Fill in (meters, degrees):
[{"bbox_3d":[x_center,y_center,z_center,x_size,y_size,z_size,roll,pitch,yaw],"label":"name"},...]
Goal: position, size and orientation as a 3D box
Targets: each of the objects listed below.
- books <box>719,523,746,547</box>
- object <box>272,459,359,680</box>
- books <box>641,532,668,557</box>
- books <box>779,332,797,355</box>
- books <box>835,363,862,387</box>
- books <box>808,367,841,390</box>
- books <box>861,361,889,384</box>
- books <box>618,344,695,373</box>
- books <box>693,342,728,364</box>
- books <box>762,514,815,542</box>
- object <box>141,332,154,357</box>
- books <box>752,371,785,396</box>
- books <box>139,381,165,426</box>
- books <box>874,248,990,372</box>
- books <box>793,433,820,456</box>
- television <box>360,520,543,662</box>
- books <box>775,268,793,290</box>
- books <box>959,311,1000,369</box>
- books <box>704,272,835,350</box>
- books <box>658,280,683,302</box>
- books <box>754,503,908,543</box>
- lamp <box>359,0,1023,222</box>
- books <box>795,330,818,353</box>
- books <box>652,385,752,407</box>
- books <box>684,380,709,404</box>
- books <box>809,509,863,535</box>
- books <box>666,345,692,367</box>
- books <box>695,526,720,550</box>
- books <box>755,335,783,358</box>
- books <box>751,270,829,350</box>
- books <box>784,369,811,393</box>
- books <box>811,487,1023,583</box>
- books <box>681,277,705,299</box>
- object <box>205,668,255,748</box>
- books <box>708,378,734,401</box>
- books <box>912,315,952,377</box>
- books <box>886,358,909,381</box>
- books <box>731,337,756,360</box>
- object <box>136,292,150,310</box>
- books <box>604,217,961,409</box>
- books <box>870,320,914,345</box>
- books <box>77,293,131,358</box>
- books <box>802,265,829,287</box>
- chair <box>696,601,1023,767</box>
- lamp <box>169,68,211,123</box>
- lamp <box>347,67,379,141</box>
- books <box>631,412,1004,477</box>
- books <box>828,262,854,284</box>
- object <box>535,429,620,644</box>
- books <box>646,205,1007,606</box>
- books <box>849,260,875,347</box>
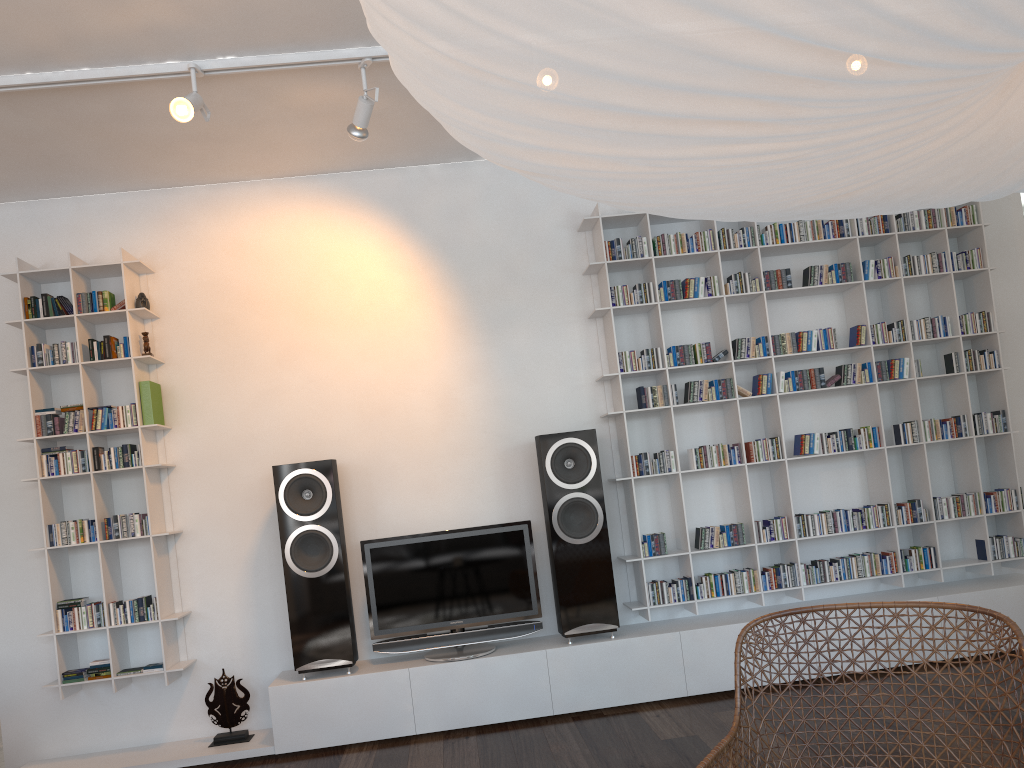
[{"bbox_3d":[1.087,0.753,4.412,0.132,0.104,0.100,-6,-4,-6],"label":"books"},{"bbox_3d":[-0.928,0.877,4.228,0.295,0.999,0.281,-7,-2,-5],"label":"object"},{"bbox_3d":[0.694,0.797,4.380,0.132,0.104,0.100,-6,-4,-6],"label":"books"},{"bbox_3d":[1.388,-0.197,4.474,0.074,0.108,0.090,-7,-4,-5],"label":"books"},{"bbox_3d":[1.709,-0.044,4.492,0.118,0.108,0.090,-6,-4,-5],"label":"books"},{"bbox_3d":[1.578,-0.027,4.481,0.163,0.106,0.090,-6,-4,-5],"label":"books"},{"bbox_3d":[1.830,-0.056,4.503,0.144,0.104,0.099,-6,-4,-6],"label":"books"},{"bbox_3d":[0.712,-0.121,4.420,0.383,0.104,0.102,-6,-4,-5],"label":"books"},{"bbox_3d":[0.999,-0.153,4.442,0.163,0.106,0.090,-6,-4,-5],"label":"books"},{"bbox_3d":[1.373,0.719,4.437,0.268,0.112,0.100,-6,-4,-6],"label":"books"},{"bbox_3d":[-1.769,-0.186,4.285,0.045,0.139,0.065,-6,-3,-14],"label":"object"},{"bbox_3d":[1.294,0.002,4.458,0.157,0.110,0.090,-6,-4,-5],"label":"books"},{"bbox_3d":[-1.741,0.102,4.280,0.049,0.213,0.166,-7,-3,-5],"label":"books"},{"bbox_3d":[2.159,-0.354,4.542,0.568,0.624,0.115,-6,-2,-5],"label":"books"},{"bbox_3d":[1.488,0.305,4.460,0.118,0.108,0.090,-6,-4,-5],"label":"books"},{"bbox_3d":[-0.281,1.007,4.284,0.790,0.599,0.346,-8,-3,14],"label":"television"},{"bbox_3d":[1.368,-0.522,4.485,0.074,0.104,0.090,-7,-4,-5],"label":"books"},{"bbox_3d":[2.375,-0.214,4.553,0.183,0.299,0.115,-7,-2,-5],"label":"books"},{"bbox_3d":[1.296,-0.354,4.475,0.620,0.437,0.101,-6,-2,-5],"label":"books"},{"bbox_3d":[0.782,-0.458,4.439,0.132,0.104,0.100,-6,-4,-6],"label":"books"},{"bbox_3d":[1.595,0.695,4.456,0.764,0.112,0.115,-6,-4,-5],"label":"books"},{"bbox_3d":[0.588,-0.389,0.866,1.478,0.209,1.469,-10,-7,32],"label":"lamp"},{"bbox_3d":[1.484,-0.210,4.481,0.118,0.108,0.090,-6,-4,-5],"label":"books"},{"bbox_3d":[0.946,0.042,4.430,0.503,0.105,0.090,-6,-4,-5],"label":"books"},{"bbox_3d":[0.923,0.041,4.428,0.118,0.108,0.090,-6,-4,-5],"label":"books"},{"bbox_3d":[1.625,0.691,4.458,0.234,0.112,0.115,-6,-4,-5],"label":"books"},{"bbox_3d":[0.825,-0.134,4.429,0.132,0.104,0.100,-6,-4,-6],"label":"books"},{"bbox_3d":[0.973,0.765,4.402,0.118,0.108,0.090,-6,-4,-5],"label":"books"},{"bbox_3d":[1.283,-0.184,4.466,0.139,0.104,0.100,-6,-4,-6],"label":"books"},{"bbox_3d":[1.394,-0.360,4.483,0.350,0.430,0.101,-6,-2,-6],"label":"books"},{"bbox_3d":[1.429,-0.011,4.470,0.132,0.104,0.100,-6,-4,-6],"label":"books"},{"bbox_3d":[2.053,0.763,4.488,1.132,0.348,0.115,-6,-2,-5],"label":"books"},{"bbox_3d":[0.909,-0.473,4.448,0.118,0.108,0.090,-6,-4,-5],"label":"books"},{"bbox_3d":[-1.353,1.527,4.212,0.212,0.349,0.122,-7,-2,-4],"label":"object"},{"bbox_3d":[1.038,0.033,4.438,0.132,0.104,0.100,-6,-4,-6],"label":"books"},{"bbox_3d":[2.131,-0.187,4.533,0.230,0.299,0.115,-7,-2,-5],"label":"books"},{"bbox_3d":[1.959,-0.072,4.512,0.118,0.108,0.090,-6,-4,-5],"label":"books"},{"bbox_3d":[1.166,-0.174,4.455,0.118,0.108,0.090,-6,-4,-5],"label":"books"},{"bbox_3d":[-1.794,-0.394,4.295,0.064,0.100,0.060,-5,-3,-28],"label":"object"},{"bbox_3d":[1.366,-0.381,4.483,1.752,0.855,0.115,-6,-2,-5],"label":"books"},{"bbox_3d":[1.921,-0.258,4.518,0.232,0.112,0.102,-6,-4,-5],"label":"books"},{"bbox_3d":[-1.934,-0.271,4.233,0.228,0.332,0.108,-7,-2,-4],"label":"books"},{"bbox_3d":[1.545,-0.542,4.500,0.118,0.108,0.090,-6,-4,-5],"label":"books"},{"bbox_3d":[0.798,0.893,1.949,0.721,0.707,0.685,-9,-4,28],"label":"chair"},{"bbox_3d":[-1.156,-1.023,3.169,0.085,0.238,0.252,-7,-4,1],"label":"lamp"},{"bbox_3d":[-0.553,-1.073,3.366,0.085,0.239,0.252,-5,-4,-39],"label":"lamp"},{"bbox_3d":[1.537,0.301,4.468,1.923,0.114,0.115,-6,-4,-5],"label":"books"},{"bbox_3d":[1.659,-0.553,4.510,0.132,0.104,0.100,-6,-4,-6],"label":"books"},{"bbox_3d":[0.312,0.740,4.329,0.295,0.999,0.281,-7,-2,-5],"label":"object"},{"bbox_3d":[1.522,0.084,4.475,1.951,1.814,0.115,-6,-2,-5],"label":"books"},{"bbox_3d":[1.787,-0.406,4.513,0.156,0.430,0.090,-7,-2,-5],"label":"books"}]
